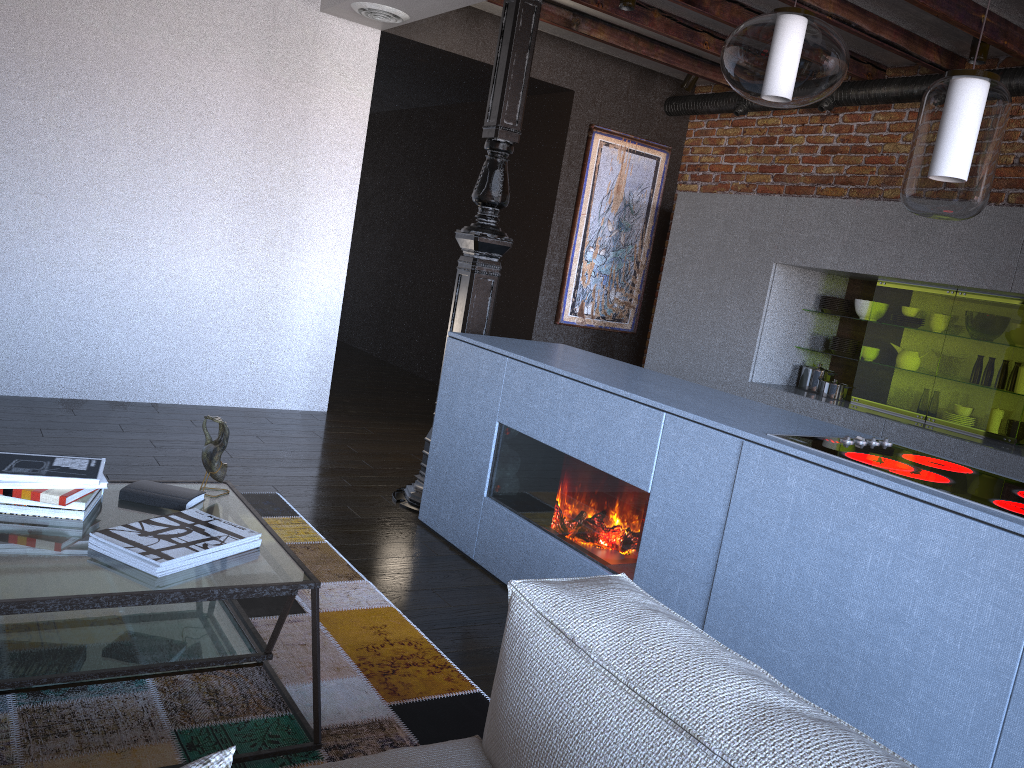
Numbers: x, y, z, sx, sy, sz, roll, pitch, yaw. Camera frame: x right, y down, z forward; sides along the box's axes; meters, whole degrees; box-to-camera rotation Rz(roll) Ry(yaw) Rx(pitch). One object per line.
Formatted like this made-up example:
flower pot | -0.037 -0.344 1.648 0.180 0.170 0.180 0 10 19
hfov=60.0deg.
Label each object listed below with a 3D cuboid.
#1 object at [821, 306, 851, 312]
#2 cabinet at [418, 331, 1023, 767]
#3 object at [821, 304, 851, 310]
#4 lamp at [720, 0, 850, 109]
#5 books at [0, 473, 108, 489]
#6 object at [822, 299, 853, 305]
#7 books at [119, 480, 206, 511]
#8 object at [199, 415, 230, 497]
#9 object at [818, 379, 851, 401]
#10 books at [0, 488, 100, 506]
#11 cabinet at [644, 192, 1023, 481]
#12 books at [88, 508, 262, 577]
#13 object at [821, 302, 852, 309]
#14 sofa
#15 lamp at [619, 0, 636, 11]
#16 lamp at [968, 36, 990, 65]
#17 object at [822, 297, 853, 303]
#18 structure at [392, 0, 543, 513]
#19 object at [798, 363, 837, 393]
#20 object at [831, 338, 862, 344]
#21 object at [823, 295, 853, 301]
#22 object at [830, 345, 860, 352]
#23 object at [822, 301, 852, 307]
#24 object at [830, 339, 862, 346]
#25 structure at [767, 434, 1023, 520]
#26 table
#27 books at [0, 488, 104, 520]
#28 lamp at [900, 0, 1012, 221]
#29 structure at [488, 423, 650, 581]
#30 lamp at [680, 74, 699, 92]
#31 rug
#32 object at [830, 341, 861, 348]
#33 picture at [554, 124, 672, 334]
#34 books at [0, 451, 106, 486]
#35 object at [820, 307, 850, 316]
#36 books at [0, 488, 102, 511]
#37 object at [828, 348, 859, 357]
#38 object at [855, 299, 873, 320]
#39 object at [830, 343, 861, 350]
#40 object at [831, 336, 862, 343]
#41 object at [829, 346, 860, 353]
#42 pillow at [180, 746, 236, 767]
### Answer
object | 1.975 -0.449 5.419 0.180 0.027 0.180 13 9 24
cabinet | 0.697 0.518 2.743 0.607 0.845 2.957 4 10 -34
object | 1.977 -0.460 5.418 0.180 0.027 0.180 13 9 24
lamp | 0.823 -1.137 2.546 0.364 0.665 0.364 16 11 39
books | -1.145 0.219 2.162 0.268 0.014 0.196 4 10 -35
object | 1.982 -0.491 5.413 0.180 0.027 0.180 13 9 24
books | -0.921 0.292 2.347 0.182 0.029 0.129 10 8 3
object | -0.828 0.192 2.455 0.099 0.223 0.093 11 8 6
object | 1.886 0.030 5.196 0.159 0.117 0.172 11 8 8
books | -1.146 0.240 2.144 0.239 0.023 0.190 10 8 1
cabinet | 2.363 0.052 4.552 0.713 1.810 4.169 4 10 -34
books | -0.767 0.360 2.042 0.225 0.038 0.308 14 9 26
object | 1.979 -0.470 5.416 0.180 0.027 0.180 13 9 24
sofa | -1.174 0.464 1.528 2.537 0.698 3.297 4 10 -34
lamp | 0.585 -2.007 4.498 0.121 0.184 0.082 2 11 -41
lamp | 2.320 -1.695 4.413 0.110 0.184 0.082 14 9 28
object | 1.984 -0.502 5.411 0.180 0.027 0.180 13 9 24
structure | -2.579 -0.574 0.840 0.481 2.396 8.513 16 10 36
object | 1.862 -0.038 5.415 0.193 0.178 0.208 11 8 8
object | 2.012 -0.250 5.342 0.180 0.027 0.180 13 9 24
object | 1.986 -0.512 5.410 0.180 0.027 0.180 13 9 24
object | 2.004 -0.208 5.348 0.180 0.027 0.180 13 9 24
object | 1.981 -0.481 5.415 0.180 0.027 0.180 13 9 24
object | 2.010 -0.239 5.344 0.180 0.027 0.180 13 9 24
structure | 1.090 0.241 2.194 0.504 0.057 0.763 4 10 -34
table | -0.975 0.528 2.108 0.842 0.389 0.847 4 10 -34
books | -1.157 0.279 2.174 0.247 0.024 0.209 8 8 -14
lamp | 1.120 -0.872 2.093 0.195 0.956 0.197 9 8 -4
structure | 0.299 0.422 3.138 0.332 0.394 0.943 4 10 -34
lamp | 1.232 -2.112 6.099 0.130 0.207 0.091 14 9 28
rug | -0.988 0.678 2.544 1.432 0.013 2.361 4 10 -34
object | 2.008 -0.229 5.345 0.180 0.027 0.180 13 9 24
picture | 0.768 -1.137 6.718 0.780 1.471 0.067 4 10 -34
books | -1.143 0.204 2.159 0.268 0.014 0.196 6 9 -22
object | 1.973 -0.439 5.421 0.180 0.027 0.180 13 9 24
books | -1.154 0.256 2.170 0.251 0.023 0.209 8 8 -14
object | 2.001 -0.187 5.352 0.180 0.027 0.180 13 9 24
object | 2.110 -0.430 5.227 0.191 0.113 0.191 6 9 -25
object | 2.006 -0.218 5.347 0.180 0.027 0.180 13 9 24
object | 2.013 -0.259 5.341 0.180 0.027 0.180 13 9 24
object | 2.003 -0.197 5.350 0.180 0.027 0.180 13 9 24
pillow | -0.423 0.478 0.604 0.250 0.402 0.543 16 10 38
